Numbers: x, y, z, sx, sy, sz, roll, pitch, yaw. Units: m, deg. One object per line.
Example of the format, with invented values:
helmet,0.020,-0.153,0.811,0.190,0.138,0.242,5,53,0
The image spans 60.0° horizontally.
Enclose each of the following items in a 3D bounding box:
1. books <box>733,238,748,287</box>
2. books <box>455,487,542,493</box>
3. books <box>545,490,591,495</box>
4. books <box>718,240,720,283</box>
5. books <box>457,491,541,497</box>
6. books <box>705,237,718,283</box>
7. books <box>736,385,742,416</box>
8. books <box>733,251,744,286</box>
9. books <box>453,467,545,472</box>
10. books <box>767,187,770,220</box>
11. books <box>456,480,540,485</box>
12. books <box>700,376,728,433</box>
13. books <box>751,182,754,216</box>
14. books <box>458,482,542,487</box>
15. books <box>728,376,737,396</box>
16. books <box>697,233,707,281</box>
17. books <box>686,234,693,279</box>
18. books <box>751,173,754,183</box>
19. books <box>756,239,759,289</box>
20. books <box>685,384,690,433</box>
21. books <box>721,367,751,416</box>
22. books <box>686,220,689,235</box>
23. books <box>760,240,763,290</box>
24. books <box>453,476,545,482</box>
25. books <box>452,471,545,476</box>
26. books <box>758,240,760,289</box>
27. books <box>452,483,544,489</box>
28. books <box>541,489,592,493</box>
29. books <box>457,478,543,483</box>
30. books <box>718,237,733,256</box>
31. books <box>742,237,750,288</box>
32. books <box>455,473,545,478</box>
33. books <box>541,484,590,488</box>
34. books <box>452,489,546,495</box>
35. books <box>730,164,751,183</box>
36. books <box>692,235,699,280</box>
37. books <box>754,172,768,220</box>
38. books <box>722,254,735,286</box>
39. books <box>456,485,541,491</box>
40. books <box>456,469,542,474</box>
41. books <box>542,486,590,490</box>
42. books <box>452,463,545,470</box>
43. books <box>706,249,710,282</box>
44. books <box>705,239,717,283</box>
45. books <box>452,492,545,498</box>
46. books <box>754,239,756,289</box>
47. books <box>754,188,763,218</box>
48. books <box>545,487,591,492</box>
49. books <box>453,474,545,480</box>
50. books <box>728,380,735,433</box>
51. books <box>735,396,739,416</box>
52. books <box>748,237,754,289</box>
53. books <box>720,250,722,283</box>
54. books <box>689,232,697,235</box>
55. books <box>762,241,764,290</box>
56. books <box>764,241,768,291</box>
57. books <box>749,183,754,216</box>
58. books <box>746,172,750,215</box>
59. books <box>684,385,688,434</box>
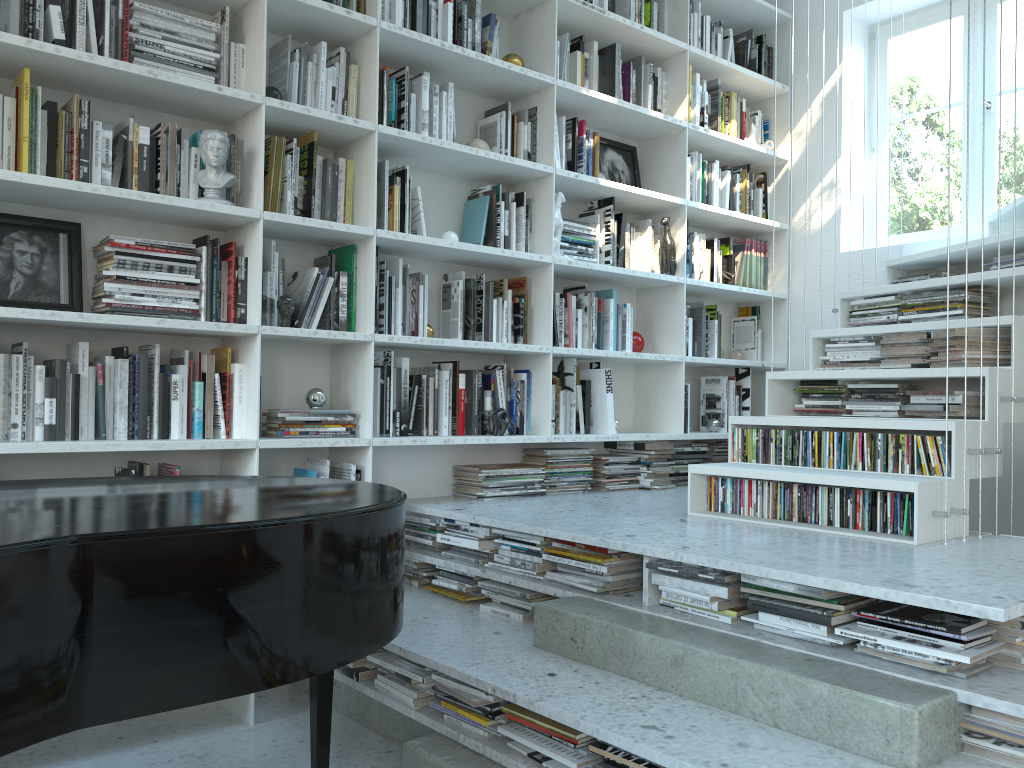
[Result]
books,1.164,-0.625,4.719,0.072,0.291,0.169,1,-1,-39
books,-0.055,0.437,3.725,0.308,0.008,0.195,2,-2,-35
books,0.202,0.476,3.940,0.254,0.007,0.161,2,-2,-36
books,1.014,-0.612,4.616,0.012,0.254,0.161,1,-1,-39
books,-0.055,0.452,3.725,0.308,0.008,0.195,2,-2,-43
books,0.985,-0.616,4.583,0.029,0.259,0.171,1,-1,-39
books,1.136,0.129,4.635,0.024,0.243,0.140,1,-1,-39
books,1.134,-0.587,4.691,0.088,0.217,0.167,1,-1,-39
books,-0.054,0.355,3.733,0.346,0.007,0.193,2,-2,-41
books,1.330,-0.953,4.857,0.021,0.219,0.184,1,-1,-39
books,-0.060,0.407,3.734,0.308,0.008,0.195,2,-2,-39
books,1.031,0.104,4.529,0.012,0.285,0.159,1,-1,-39
books,1.222,-0.957,4.771,0.025,0.220,0.177,1,-1,-39
books,-0.052,0.415,3.724,0.308,0.008,0.195,2,-2,-44
books,1.111,0.106,4.610,0.047,0.287,0.141,1,-1,-39
books,0.906,-0.621,4.497,0.056,0.261,0.176,1,-1,-39
books,0.828,-0.614,4.435,0.022,0.243,0.170,1,-1,-39
books,1.242,-0.988,4.797,0.013,0.283,0.149,1,-1,-39
books,1.257,-0.625,4.789,0.018,0.293,0.169,1,-1,-39
books,0.794,0.119,4.311,0.030,0.238,0.151,1,-1,-39
books,1.166,0.083,4.626,0.010,0.336,0.185,1,-1,-39
books,0.830,-0.653,4.460,0.012,0.322,0.141,1,-1,-39
books,1.286,-0.624,4.812,0.018,0.293,0.169,1,-1,-39
books,-0.053,0.392,3.730,0.346,0.007,0.193,2,-2,-42
books,-0.054,0.370,3.733,0.346,0.007,0.193,2,-2,-37
books,1.268,-0.624,4.804,0.018,0.293,0.169,1,-1,-39
books,-0.057,0.422,3.730,0.346,0.007,0.193,2,-2,-41
books,0.197,0.469,3.946,0.285,0.007,0.159,2,-2,-39
books,-0.050,0.399,3.726,0.308,0.008,0.195,2,-2,-34
books,1.082,-0.622,4.664,0.026,0.278,0.170,1,-1,-39
books,1.194,-0.627,4.743,0.033,0.294,0.169,1,-1,-39
books,-0.049,0.377,3.726,0.346,0.007,0.193,2,-2,-44
books,0.199,0.448,3.944,0.254,0.007,0.161,2,-2,-38
books,-0.053,0.445,3.722,0.346,0.007,0.193,2,-2,-34
books,1.227,-1.012,4.796,0.013,0.330,0.140,1,-1,-39
books,0.856,-0.614,4.457,0.026,0.245,0.180,1,-1,-39
books,1.308,-0.991,4.836,0.042,0.292,0.186,1,-1,-39
books,1.080,-0.575,4.626,0.024,0.181,0.191,1,-1,-39
books,-0.058,0.430,3.729,0.308,0.008,0.195,2,-2,-37
books,-0.054,0.362,3.733,0.308,0.008,0.195,2,-2,-37
books,0.198,0.455,3.945,0.254,0.007,0.161,2,-2,-39
books,-0.054,0.347,3.733,0.346,0.007,0.193,2,-2,-37
books,0.935,-0.583,4.521,0.023,0.189,0.169,1,-1,-39
books,0.972,-0.611,4.559,0.022,0.247,0.181,1,-1,-39
books,-0.055,0.460,3.724,0.346,0.007,0.193,2,-2,-35
books,1.240,-0.625,4.781,0.018,0.293,0.169,1,-1,-39
books,1.268,-0.943,4.797,0.029,0.195,0.192,1,-1,-39
books,0.203,0.462,3.938,0.254,0.007,0.161,2,-2,-35
books,-0.054,0.385,3.732,0.346,0.007,0.193,2,-2,-37
books,1.070,0.115,4.561,0.031,0.266,0.168,1,-1,-39
books,1.096,0.155,4.591,0.024,0.188,0.176,1,-1,-39
books,1.221,-0.626,4.747,0.018,0.293,0.169,1,-1,-39
books,1.040,-0.588,4.645,0.014,0.207,0.138,1,-1,-39
books,0.868,-0.624,4.481,0.022,0.265,0.157,1,-1,-39
books,1.296,-0.623,4.827,0.018,0.293,0.169,1,-1,-39
books,1.317,-0.623,4.831,0.018,0.293,0.169,1,-1,-39
books,1.208,-0.954,4.748,0.025,0.211,0.188,1,-1,-39
books,1.187,-0.983,4.733,0.028,0.268,0.173,1,-1,-39
books,0.779,0.120,4.295,0.014,0.233,0.183,1,-1,-39
